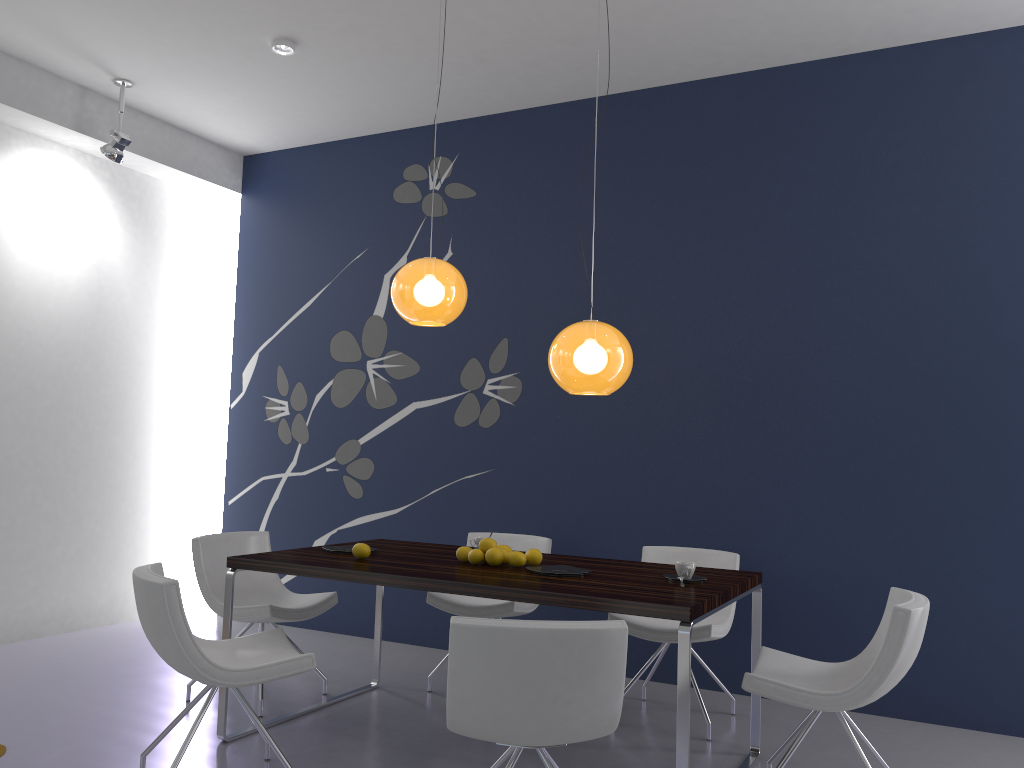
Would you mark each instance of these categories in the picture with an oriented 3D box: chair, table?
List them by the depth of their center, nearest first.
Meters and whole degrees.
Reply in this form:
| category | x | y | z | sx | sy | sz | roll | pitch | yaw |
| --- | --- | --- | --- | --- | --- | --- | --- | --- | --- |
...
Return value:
| category | x | y | z | sx | sy | sz | roll | pitch | yaw |
| --- | --- | --- | --- | --- | --- | --- | --- | --- | --- |
| chair | 0.054 | 1.078 | 2.686 | 0.508 | 0.805 | 0.620 | 2 | -5 | -3 |
| chair | 1.184 | 1.158 | 3.237 | 0.620 | 0.805 | 0.508 | 0 | -5 | 22 |
| chair | -1.097 | 1.089 | 3.292 | 0.620 | 0.805 | 0.508 | 4 | -5 | -27 |
| table | -0.080 | 1.176 | 3.831 | 2.046 | 0.783 | 1.127 | -1 | -5 | 27 |
| chair | 0.816 | 1.238 | 4.388 | 0.508 | 0.805 | 0.620 | -1 | -5 | 27 |
| chair | -1.288 | 1.180 | 4.513 | 0.620 | 0.805 | 0.508 | -1 | -5 | 27 |
| chair | -0.108 | 1.246 | 4.865 | 0.508 | 0.805 | 0.620 | 0 | -5 | 22 |

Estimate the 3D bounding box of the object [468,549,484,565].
| category | x | y | z | sx | sy | sz | roll | pitch | yaw |
| --- | --- | --- | --- | --- | --- | --- | --- | --- | --- |
| object | -0.156 | 0.748 | 3.844 | 0.070 | 0.068 | 0.083 | 2 | -5 | -4 |

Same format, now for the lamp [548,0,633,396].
| category | x | y | z | sx | sy | sz | roll | pitch | yaw |
| --- | --- | --- | --- | --- | --- | --- | --- | --- | --- |
| lamp | 0.358 | -0.940 | 3.815 | 0.359 | 1.974 | 0.358 | -1 | -5 | 32 |

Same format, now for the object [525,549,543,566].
| category | x | y | z | sx | sy | sz | roll | pitch | yaw |
| --- | --- | --- | --- | --- | --- | --- | --- | --- | --- |
| object | 0.093 | 0.751 | 3.842 | 0.079 | 0.077 | 0.094 | 2 | -5 | 1 |

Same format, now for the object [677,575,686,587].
| category | x | y | z | sx | sy | sz | roll | pitch | yaw |
| --- | --- | --- | --- | --- | --- | --- | --- | --- | --- |
| object | 0.657 | 0.760 | 3.427 | 0.032 | 0.028 | 0.155 | 1 | -5 | 8 |

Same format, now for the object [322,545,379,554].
| category | x | y | z | sx | sy | sz | roll | pitch | yaw |
| --- | --- | --- | --- | --- | --- | --- | --- | --- | --- |
| object | -0.761 | 0.781 | 4.177 | 0.232 | 0.020 | 0.232 | 5 | -5 | -34 |

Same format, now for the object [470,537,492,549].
| category | x | y | z | sx | sy | sz | roll | pitch | yaw |
| --- | --- | --- | --- | --- | --- | --- | --- | --- | --- |
| object | -0.148 | 0.782 | 4.335 | 0.101 | 0.064 | 0.081 | 5 | -6 | -38 |

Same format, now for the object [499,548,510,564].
| category | x | y | z | sx | sy | sz | roll | pitch | yaw |
| --- | --- | --- | --- | --- | --- | --- | --- | --- | --- |
| object | -0.044 | 0.753 | 3.882 | 0.081 | 0.071 | 0.069 | 1 | -5 | 4 |

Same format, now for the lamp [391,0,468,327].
| category | x | y | z | sx | sy | sz | roll | pitch | yaw |
| --- | --- | --- | --- | --- | --- | --- | --- | --- | --- |
| lamp | -0.365 | -1.098 | 4.201 | 0.358 | 1.645 | 0.359 | -2 | -6 | 38 |

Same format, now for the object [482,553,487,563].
| category | x | y | z | sx | sy | sz | roll | pitch | yaw |
| --- | --- | --- | --- | --- | --- | --- | --- | --- | --- |
| object | -0.117 | 0.755 | 3.919 | 0.070 | 0.068 | 0.083 | 2 | -5 | -4 |

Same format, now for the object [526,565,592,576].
| category | x | y | z | sx | sy | sz | roll | pitch | yaw |
| --- | --- | --- | --- | --- | --- | --- | --- | --- | --- |
| object | 0.193 | 0.770 | 3.649 | 0.232 | 0.020 | 0.232 | 5 | -5 | -34 |

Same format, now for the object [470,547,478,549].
| category | x | y | z | sx | sy | sz | roll | pitch | yaw |
| --- | --- | --- | --- | --- | --- | --- | --- | --- | --- |
| object | -0.141 | 0.814 | 4.339 | 0.154 | 0.020 | 0.154 | 3 | -5 | -18 |

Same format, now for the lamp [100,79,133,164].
| category | x | y | z | sx | sy | sz | roll | pitch | yaw |
| --- | --- | --- | --- | --- | --- | --- | --- | --- | --- |
| lamp | -2.459 | -1.629 | 5.533 | 0.185 | 0.511 | 0.150 | -1 | -5 | 27 |

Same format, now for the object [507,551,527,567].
| category | x | y | z | sx | sy | sz | roll | pitch | yaw |
| --- | --- | --- | --- | --- | --- | --- | --- | --- | --- |
| object | 0.022 | 0.750 | 3.795 | 0.083 | 0.068 | 0.070 | -1 | -5 | 31 |

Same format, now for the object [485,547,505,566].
| category | x | y | z | sx | sy | sz | roll | pitch | yaw |
| --- | --- | --- | --- | --- | --- | --- | --- | --- | --- |
| object | -0.074 | 0.742 | 3.804 | 0.076 | 0.080 | 0.094 | -1 | -5 | 29 |

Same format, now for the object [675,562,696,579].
| category | x | y | z | sx | sy | sz | roll | pitch | yaw |
| --- | --- | --- | --- | --- | --- | --- | --- | --- | --- |
| object | 0.697 | 0.745 | 3.529 | 0.081 | 0.064 | 0.101 | 5 | -6 | -37 |

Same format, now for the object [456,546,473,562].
| category | x | y | z | sx | sy | sz | roll | pitch | yaw |
| --- | --- | --- | --- | --- | --- | --- | --- | --- | --- |
| object | -0.206 | 0.752 | 3.917 | 0.083 | 0.068 | 0.070 | -1 | -5 | 31 |

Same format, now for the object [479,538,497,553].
| category | x | y | z | sx | sy | sz | roll | pitch | yaw |
| --- | --- | --- | --- | --- | --- | --- | --- | --- | --- |
| object | -0.103 | 0.705 | 3.864 | 0.083 | 0.068 | 0.070 | -1 | -5 | 31 |

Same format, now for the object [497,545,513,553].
| category | x | y | z | sx | sy | sz | roll | pitch | yaw |
| --- | --- | --- | --- | --- | --- | --- | --- | --- | --- |
| object | -0.040 | 0.757 | 3.963 | 0.094 | 0.077 | 0.079 | 3 | -5 | -19 |

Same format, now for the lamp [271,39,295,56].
| category | x | y | z | sx | sy | sz | roll | pitch | yaw |
| --- | --- | --- | --- | --- | --- | --- | --- | --- | --- |
| lamp | -1.277 | -1.877 | 4.945 | 0.132 | 0.035 | 0.132 | -1 | -5 | 27 |

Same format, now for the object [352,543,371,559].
| category | x | y | z | sx | sy | sz | roll | pitch | yaw |
| --- | --- | --- | --- | --- | --- | --- | --- | --- | --- |
| object | -0.664 | 0.737 | 3.918 | 0.083 | 0.068 | 0.070 | -1 | -5 | 31 |

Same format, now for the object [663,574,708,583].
| category | x | y | z | sx | sy | sz | roll | pitch | yaw |
| --- | --- | --- | --- | --- | --- | --- | --- | --- | --- |
| object | 0.690 | 0.777 | 3.534 | 0.154 | 0.020 | 0.154 | 3 | -5 | -17 |
